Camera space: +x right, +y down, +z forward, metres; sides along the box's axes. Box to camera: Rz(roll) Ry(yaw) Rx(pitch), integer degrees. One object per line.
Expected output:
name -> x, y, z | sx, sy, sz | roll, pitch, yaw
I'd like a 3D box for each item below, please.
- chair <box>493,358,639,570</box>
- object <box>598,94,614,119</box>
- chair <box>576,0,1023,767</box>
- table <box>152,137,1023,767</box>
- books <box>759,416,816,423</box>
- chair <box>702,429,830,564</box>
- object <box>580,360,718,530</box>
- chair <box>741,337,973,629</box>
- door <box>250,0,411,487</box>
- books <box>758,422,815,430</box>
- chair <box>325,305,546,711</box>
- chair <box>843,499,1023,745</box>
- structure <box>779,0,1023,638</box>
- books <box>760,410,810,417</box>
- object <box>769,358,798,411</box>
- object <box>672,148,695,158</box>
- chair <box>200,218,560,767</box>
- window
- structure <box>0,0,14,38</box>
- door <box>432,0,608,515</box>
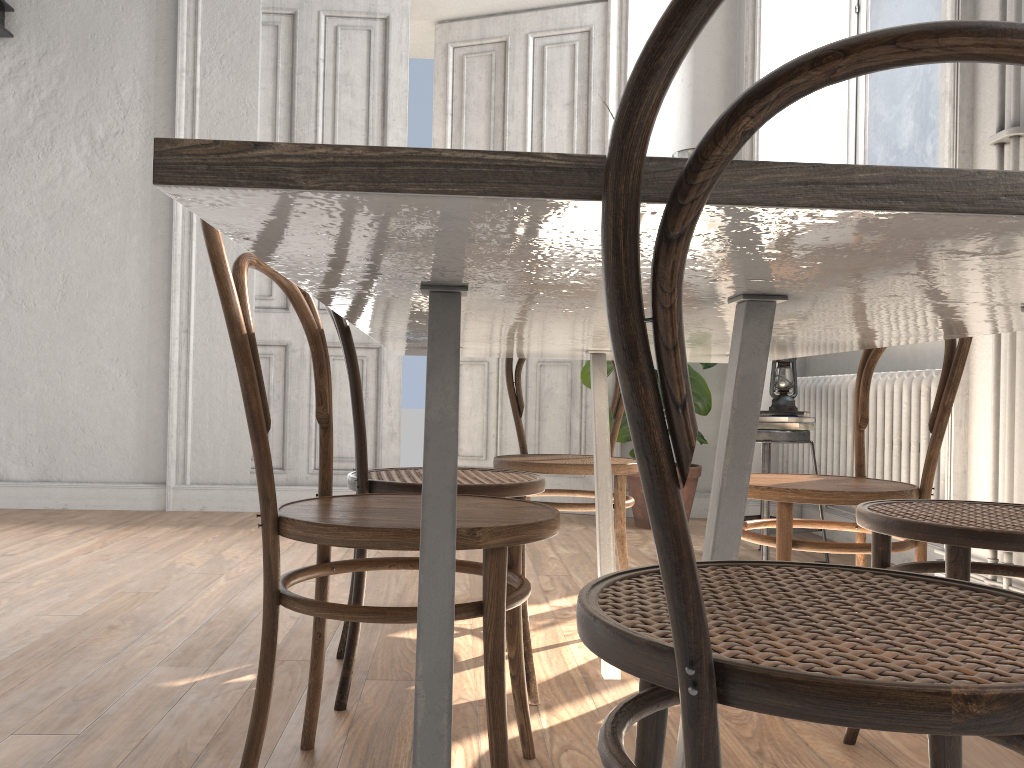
chair -> 0.169, 0.212, 2.652 | 0.438, 0.920, 0.549 | 1, -1, 5
object -> 0.221, -0.348, 1.650 | 0.157, 0.446, 0.157 | 1, -1, 14
chair -> 0.266, 0.181, 0.706 | 0.438, 0.920, 0.549 | 1, -1, 9
table -> 0.251, 0.266, 1.679 | 1.100, 0.779, 2.200 | 1, -1, -3
books -> 1.064, 0.142, 3.541 | 0.163, 0.029, 0.232 | 2, -1, -33
chair -> 1.020, 0.442, 3.565 | 0.360, 0.522, 0.364 | 2, -1, -30
object -> 0.678, -0.253, 1.893 | 0.792, 1.842, 5.828 | 1, -1, 2
chair -> 0.739, 0.213, 2.015 | 0.549, 0.920, 0.438 | 1, -1, -5
door -> -1.125, -0.731, 4.760 | 1.097, 2.814, 0.216 | 1, 0, -2
books -> 1.060, 0.168, 3.552 | 0.246, 0.034, 0.194 | 1, -1, 37
chair -> -0.199, 0.192, 1.964 | 0.549, 0.920, 0.438 | 1, -1, -8
chair -> 0.853, 0.206, 1.448 | 0.549, 0.920, 0.438 | 1, -1, 4
structure -> 1.525, -1.550, 1.825 | 0.340, 4.473, 5.182 | 1, -1, -3
books -> 1.066, 0.119, 3.539 | 0.221, 0.027, 0.147 | 1, -1, 29
object -> 1.100, -0.083, 3.532 | 0.154, 0.383, 0.163 | 2, -1, -30
object -> 0.404, -0.308, 1.931 | 0.116, 0.383, 0.116 | 1, -1, 8
chair -> -0.199, 0.182, 1.378 | 0.549, 0.920, 0.438 | 1, -1, 8
window -> 1.826, -1.689, 3.635 | 0.013, 2.843, 1.622 | 1, -1, -3
structure -> -4.476, -2.502, 1.540 | 4.158, 1.213, 5.927 | 1, -1, -3
door -> 0.025, -0.702, 4.997 | 1.097, 2.814, 0.216 | 1, -1, 21
